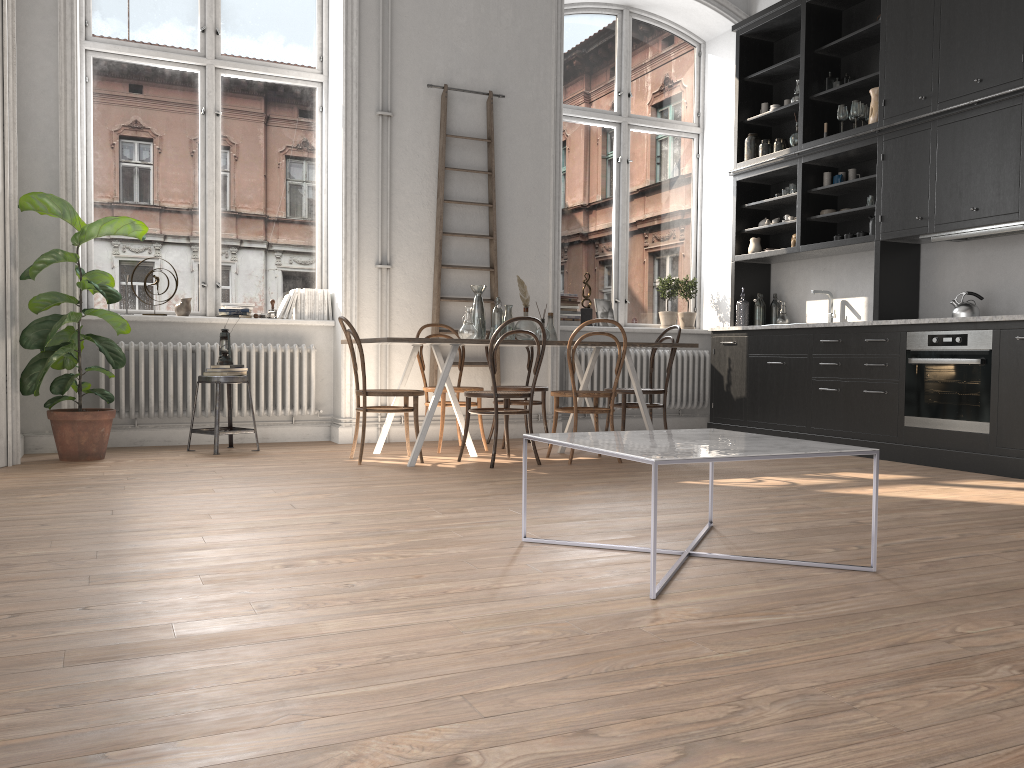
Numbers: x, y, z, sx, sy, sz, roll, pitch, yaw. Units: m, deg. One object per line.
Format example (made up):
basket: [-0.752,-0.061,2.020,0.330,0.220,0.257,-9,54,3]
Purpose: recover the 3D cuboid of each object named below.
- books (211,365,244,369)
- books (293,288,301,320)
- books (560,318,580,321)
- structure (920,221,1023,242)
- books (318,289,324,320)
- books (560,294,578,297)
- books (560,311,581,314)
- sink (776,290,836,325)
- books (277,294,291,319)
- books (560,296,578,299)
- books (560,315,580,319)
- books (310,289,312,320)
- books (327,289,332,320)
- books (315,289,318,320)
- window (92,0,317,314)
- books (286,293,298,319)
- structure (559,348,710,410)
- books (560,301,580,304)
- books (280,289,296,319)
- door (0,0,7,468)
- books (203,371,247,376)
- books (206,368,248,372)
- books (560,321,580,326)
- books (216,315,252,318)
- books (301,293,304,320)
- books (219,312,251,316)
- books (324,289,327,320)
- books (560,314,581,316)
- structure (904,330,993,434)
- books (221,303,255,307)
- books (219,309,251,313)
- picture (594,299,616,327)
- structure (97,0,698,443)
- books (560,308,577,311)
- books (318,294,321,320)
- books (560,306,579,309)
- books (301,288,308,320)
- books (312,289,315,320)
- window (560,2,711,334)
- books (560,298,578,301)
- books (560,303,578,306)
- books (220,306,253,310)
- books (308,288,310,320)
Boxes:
books: [-1.983,-0.122,6.181,0.147,0.027,0.221,1,2,7]
books: [-1.683,-0.621,6.939,0.024,0.243,0.175,0,2,-25]
books: [0.455,-0.569,7.876,0.249,0.023,0.175,0,2,-29]
structure: [3.118,-1.002,5.730,0.379,0.123,0.843,0,2,-25]
books: [-1.521,-0.622,7.013,0.024,0.243,0.175,0,2,-25]
books: [0.455,-0.788,7.891,0.201,0.024,0.159,-1,2,-35]
books: [0.456,-0.633,7.892,0.245,0.028,0.193,0,2,-30]
sink: [2.375,-0.502,7.112,0.514,0.505,0.526,0,2,-25]
books: [-1.777,-0.598,6.877,0.105,0.194,0.155,0,2,-26]
books: [0.464,-0.766,7.885,0.205,0.020,0.155,0,2,-25]
books: [0.455,-0.592,7.875,0.249,0.023,0.175,0,2,-24]
books: [-1.599,-0.622,6.972,0.019,0.244,0.174,0,2,-25]
books: [-1.461,-0.621,7.017,0.040,0.244,0.174,0,2,-25]
books: [-1.553,-0.621,6.974,0.019,0.244,0.174,0,2,-25]
window: [-2.299,-1.970,6.753,1.622,2.844,0.013,0,2,-25]
books: [-1.718,-0.601,6.901,0.072,0.203,0.155,0,2,-25]
structure: [1.117,-0.040,8.045,1.577,0.552,0.194,0,2,-25]
books: [0.459,-0.723,7.885,0.244,0.019,0.174,0,2,-25]
books: [-1.740,-0.617,6.889,0.100,0.235,0.174,0,2,-25]
door: [-2.943,-0.909,4.638,0.216,2.815,1.096,1,2,0]
books: [-1.994,-0.073,6.174,0.194,0.034,0.246,1,2,15]
books: [-1.984,-0.099,6.181,0.162,0.029,0.232,2,2,36]
books: [0.452,-0.536,7.877,0.248,0.043,0.192,0,2,-25]
books: [-2.103,-0.508,6.715,0.221,0.023,0.147,1,2,24]
books: [-1.651,-0.602,6.932,0.020,0.205,0.155,0,2,-25]
books: [-2.095,-0.531,6.714,0.205,0.022,0.155,0,2,-5]
books: [-1.490,-0.621,7.006,0.024,0.243,0.175,0,2,-25]
books: [0.458,-0.612,7.892,0.255,0.014,0.192,0,2,-22]
structure: [2.985,-0.023,5.704,0.618,0.623,0.622,0,2,-25]
books: [-2.076,-0.599,6.727,0.244,0.019,0.174,0,2,-15]
books: [-2.093,-0.553,6.712,0.221,0.023,0.147,0,2,-9]
picture: [0.822,-0.643,8.107,0.221,0.264,0.149,-1,3,-41]
structure: [-0.508,-1.786,7.138,5.182,4.475,0.340,0,2,-25]
books: [0.463,-0.657,7.889,0.205,0.022,0.155,0,2,-11]
books: [-1.534,-0.602,6.986,0.020,0.205,0.155,0,2,-25]
books: [0.464,-0.681,7.895,0.222,0.024,0.158,0,2,-25]
books: [-1.626,-0.620,6.931,0.024,0.243,0.175,0,2,-25]
books: [-1.582,-0.622,6.986,0.024,0.243,0.175,0,2,-25]
window: [5.533,-6.441,13.463,14.385,15.940,26.390,0,2,-25]
books: [0.451,-0.744,7.881,0.231,0.023,0.162,0,2,-9]
books: [0.463,-0.703,7.887,0.205,0.022,0.155,0,2,-30]
books: [-2.085,-0.573,6.702,0.205,0.020,0.155,-1,2,-35]
books: [-1.610,-0.621,6.948,0.019,0.244,0.174,0,2,-25]
